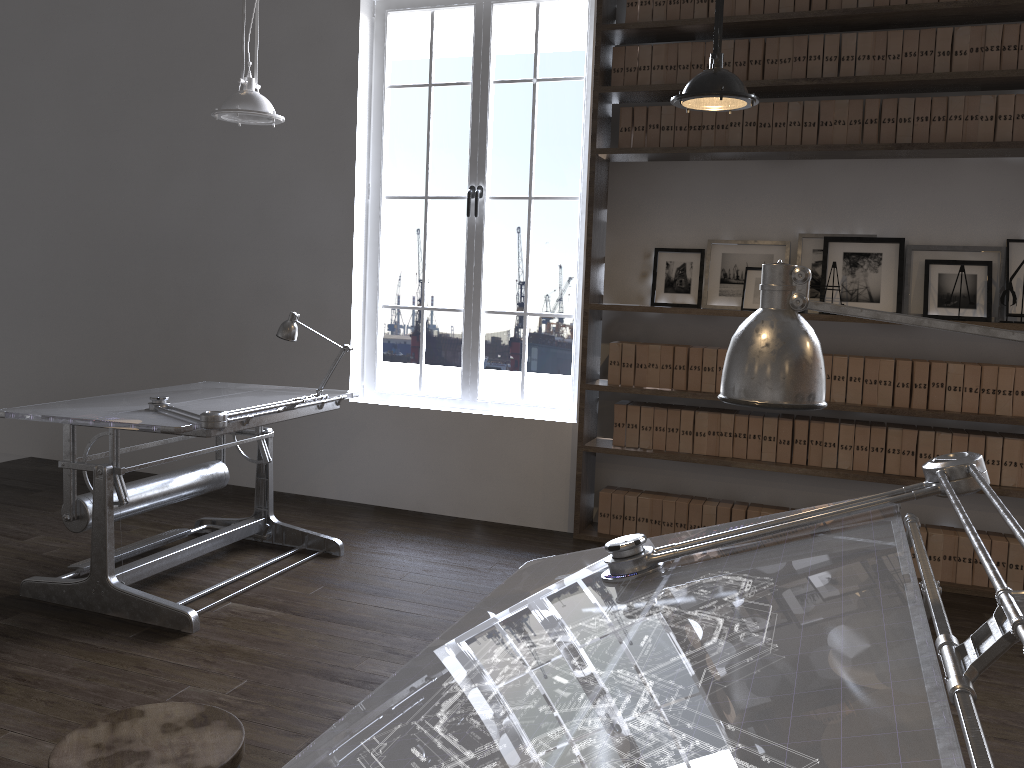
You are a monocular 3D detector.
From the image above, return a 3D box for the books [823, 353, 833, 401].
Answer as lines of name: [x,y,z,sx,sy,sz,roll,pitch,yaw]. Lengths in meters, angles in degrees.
books: [1.550,-0.034,4.397,0.067,0.225,0.175,4,5,20]

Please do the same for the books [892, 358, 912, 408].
books: [1.881,-0.007,4.273,0.067,0.225,0.175,4,5,20]

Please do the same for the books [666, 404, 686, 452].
books: [0.864,0.231,4.666,0.067,0.225,0.175,4,5,20]

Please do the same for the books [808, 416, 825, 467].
books: [1.521,0.285,4.423,0.067,0.225,0.175,4,5,20]

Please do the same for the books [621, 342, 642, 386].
books: [0.638,-0.108,4.730,0.067,0.225,0.175,4,5,20]

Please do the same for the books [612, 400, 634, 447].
books: [0.596,0.210,4.761,0.067,0.225,0.175,4,5,20]

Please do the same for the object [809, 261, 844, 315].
object: [1.519,-0.460,4.265,0.174,0.259,0.040,4,4,20]

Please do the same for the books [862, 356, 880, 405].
books: [1.748,-0.017,4.315,0.067,0.225,0.175,4,5,20]

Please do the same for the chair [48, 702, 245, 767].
chair: [-0.642,0.892,1.566,0.371,0.526,0.360,2,5,-1]

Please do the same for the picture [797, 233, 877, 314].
picture: [1.613,-0.548,4.427,0.370,0.404,0.091,4,4,20]

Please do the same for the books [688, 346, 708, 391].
books: [0.968,-0.082,4.614,0.067,0.225,0.175,4,5,20]

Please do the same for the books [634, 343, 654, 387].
books: [0.705,-0.102,4.705,0.067,0.225,0.175,4,5,20]

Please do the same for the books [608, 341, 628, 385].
books: [0.571,-0.114,4.758,0.067,0.225,0.175,4,5,20]

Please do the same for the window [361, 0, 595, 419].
window: [-0.199,-1.024,5.103,1.484,2.489,0.153,4,4,20]

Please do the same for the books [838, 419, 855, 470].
books: [1.649,0.296,4.371,0.067,0.225,0.175,4,5,20]

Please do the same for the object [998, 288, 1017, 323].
object: [2.232,-0.352,3.986,0.066,0.165,0.040,4,4,20]

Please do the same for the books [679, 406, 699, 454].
books: [0.929,0.237,4.638,0.067,0.225,0.175,4,5,20]

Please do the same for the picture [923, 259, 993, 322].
picture: [2.111,-0.443,4.197,0.290,0.289,0.127,4,4,20]

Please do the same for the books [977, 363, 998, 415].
books: [2.219,0.021,4.146,0.067,0.225,0.175,4,5,20]

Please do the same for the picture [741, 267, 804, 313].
picture: [1.318,-0.472,4.456,0.300,0.228,0.145,4,5,20]

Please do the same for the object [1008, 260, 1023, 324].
object: [2.304,-0.419,3.994,0.118,0.303,0.040,4,4,20]

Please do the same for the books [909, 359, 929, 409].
books: [1.948,-0.001,4.242,0.067,0.225,0.175,4,5,20]

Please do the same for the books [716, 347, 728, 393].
books: [1.100,-0.071,4.564,0.067,0.225,0.175,4,5,20]

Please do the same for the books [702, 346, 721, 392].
books: [1.033,-0.076,4.585,0.067,0.225,0.175,4,5,20]

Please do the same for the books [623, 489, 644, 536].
books: [0.653,0.695,4.764,0.067,0.225,0.175,4,5,20]

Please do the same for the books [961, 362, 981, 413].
books: [2.153,0.016,4.171,0.067,0.225,0.175,4,5,20]

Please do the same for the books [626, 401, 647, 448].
books: [0.664,0.216,4.735,0.067,0.225,0.175,4,5,20]

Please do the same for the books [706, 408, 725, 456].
books: [1.057,0.247,4.594,0.067,0.225,0.175,4,5,20]

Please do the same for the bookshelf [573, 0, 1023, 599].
bookshelf: [1.600,-0.232,4.411,2.476,3.711,0.413,4,4,20]

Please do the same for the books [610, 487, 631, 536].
books: [0.588,0.689,4.792,0.067,0.225,0.175,4,5,20]

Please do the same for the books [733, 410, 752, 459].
books: [1.182,0.257,4.548,0.067,0.225,0.175,4,5,20]

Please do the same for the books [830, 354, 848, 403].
books: [1.614,-0.028,4.369,0.067,0.225,0.175,4,5,20]

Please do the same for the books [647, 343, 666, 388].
books: [0.766,-0.098,4.687,0.067,0.225,0.175,4,5,20]

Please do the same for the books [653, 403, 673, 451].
books: [0.800,0.226,4.693,0.067,0.225,0.175,4,5,20]

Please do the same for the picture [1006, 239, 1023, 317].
picture: [2.467,-0.485,4.074,0.343,0.363,0.161,4,4,20]

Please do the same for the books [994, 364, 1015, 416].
books: [2.280,0.027,4.117,0.067,0.225,0.175,4,5,20]

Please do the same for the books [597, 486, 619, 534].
books: [0.524,0.684,4.819,0.067,0.225,0.175,4,5,20]

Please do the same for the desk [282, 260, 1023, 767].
desk: [0.222,0.524,1.260,1.078,1.381,2.287,4,6,20]

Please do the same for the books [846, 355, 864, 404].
books: [1.680,-0.022,4.341,0.067,0.225,0.175,4,5,20]

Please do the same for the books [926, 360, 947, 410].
books: [2.020,0.005,4.221,0.067,0.225,0.175,4,5,20]

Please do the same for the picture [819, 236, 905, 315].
picture: [1.711,-0.526,4.335,0.374,0.390,0.149,4,4,20]

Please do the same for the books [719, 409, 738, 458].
books: [1.117,0.253,4.566,0.067,0.225,0.175,4,5,20]

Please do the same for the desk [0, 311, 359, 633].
desk: [-1.281,0.265,3.865,1.172,1.185,1.272,4,5,20]

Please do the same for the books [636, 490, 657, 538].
books: [0.721,0.700,4.741,0.067,0.225,0.175,4,5,20]

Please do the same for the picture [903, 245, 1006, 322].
picture: [2.115,-0.482,4.238,0.434,0.360,0.095,4,4,20]

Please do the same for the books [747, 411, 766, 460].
books: [1.249,0.263,4.524,0.067,0.225,0.175,4,5,20]

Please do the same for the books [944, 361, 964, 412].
books: [2.085,0.011,4.192,0.067,0.225,0.175,4,5,20]

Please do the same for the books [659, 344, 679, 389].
books: [0.828,-0.093,4.666,0.067,0.225,0.175,4,5,20]

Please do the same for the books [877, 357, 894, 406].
books: [1.809,-0.012,4.297,0.067,0.225,0.175,4,5,20]

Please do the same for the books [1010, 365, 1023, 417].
books: [2.344,0.031,4.098,0.067,0.225,0.175,4,5,20]

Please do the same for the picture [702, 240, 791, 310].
picture: [1.209,-0.560,4.574,0.416,0.364,0.083,4,4,20]

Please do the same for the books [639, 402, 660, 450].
books: [0.733,0.221,4.713,0.067,0.225,0.175,4,5,20]

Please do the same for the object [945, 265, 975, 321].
object: [2.064,-0.416,4.076,0.124,0.259,0.040,4,4,20]

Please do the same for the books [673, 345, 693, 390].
books: [0.896,-0.087,4.635,0.067,0.225,0.175,4,5,20]

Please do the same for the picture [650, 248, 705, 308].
picture: [0.883,-0.565,4.717,0.267,0.314,0.058,4,4,20]

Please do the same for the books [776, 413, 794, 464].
books: [1.382,0.274,4.475,0.067,0.225,0.175,4,5,20]

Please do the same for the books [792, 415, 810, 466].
books: [1.450,0.280,4.443,0.067,0.225,0.175,4,5,20]
